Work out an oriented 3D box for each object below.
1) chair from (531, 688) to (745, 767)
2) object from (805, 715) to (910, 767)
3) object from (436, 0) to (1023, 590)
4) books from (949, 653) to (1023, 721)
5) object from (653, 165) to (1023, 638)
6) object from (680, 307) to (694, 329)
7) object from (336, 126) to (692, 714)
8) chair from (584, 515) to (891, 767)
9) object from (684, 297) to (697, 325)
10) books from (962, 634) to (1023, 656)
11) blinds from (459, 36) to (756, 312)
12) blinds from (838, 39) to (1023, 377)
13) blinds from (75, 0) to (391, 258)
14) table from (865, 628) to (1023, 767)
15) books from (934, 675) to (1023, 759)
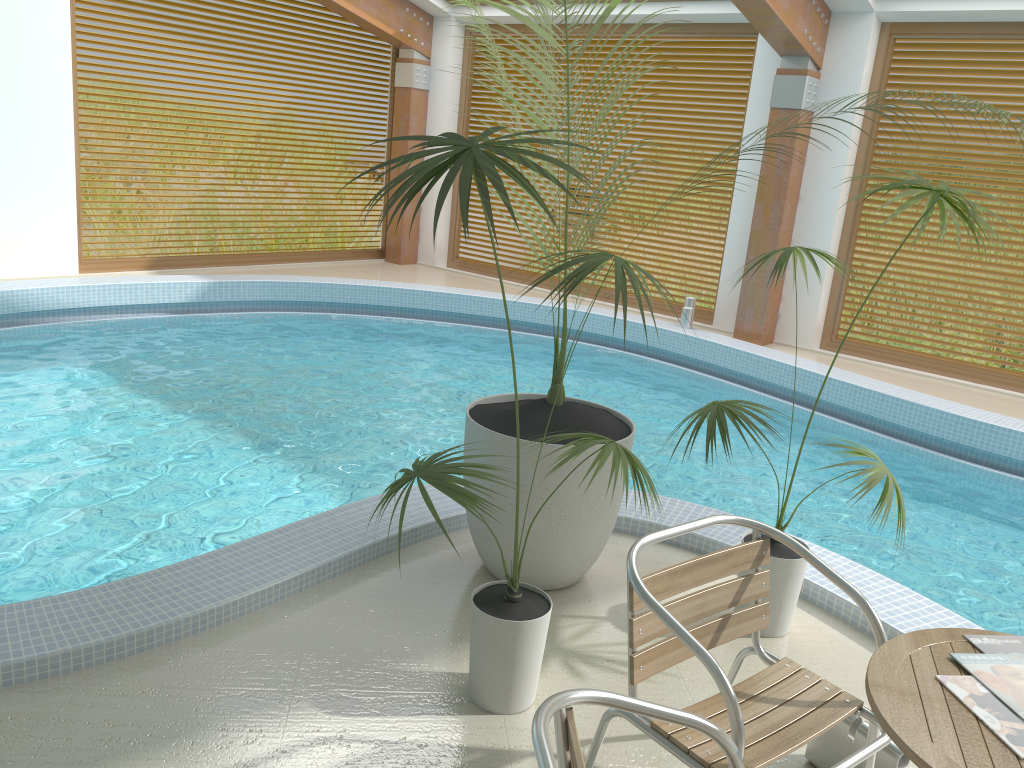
[{"bbox_3d":[0.294,0.964,1.468,0.563,0.727,0.618,3,15,-9],"label":"chair"},{"bbox_3d":[0.963,1.029,2.464,0.081,0.223,0.272,-4,18,-31],"label":"object"},{"bbox_3d":[0.394,-0.637,3.133,2.979,2.960,2.729,-5,18,-34],"label":"object"},{"bbox_3d":[1.001,0.593,1.727,0.166,0.004,0.241,3,15,-11],"label":"books"},{"bbox_3d":[1.100,0.085,3.172,1.059,1.695,0.791,13,17,24],"label":"object"},{"bbox_3d":[1.711,-0.654,8.671,0.115,0.204,0.115,3,15,-11],"label":"object"},{"bbox_3d":[0.019,0.171,2.462,1.059,1.695,0.791,1,16,-16],"label":"object"},{"bbox_3d":[0.580,0.788,2.221,0.618,0.727,0.563,-7,19,-38],"label":"chair"},{"bbox_3d":[1.799,-0.721,9.036,0.115,0.320,0.115,5,15,-3],"label":"object"},{"bbox_3d":[1.074,0.580,1.817,0.166,0.004,0.241,3,15,-11],"label":"books"},{"bbox_3d":[0.968,-2.530,10.340,4.200,2.921,0.095,17,19,36],"label":"blinds"},{"bbox_3d":[4.843,-1.337,7.359,4.200,2.921,0.095,17,19,36],"label":"blinds"},{"bbox_3d":[-3.029,-3.427,10.038,0.099,4.025,4.500,17,19,36],"label":"blinds"},{"bbox_3d":[0.984,0.977,1.711,0.700,0.720,0.700,-4,18,-32],"label":"table"},{"bbox_3d":[0.933,0.612,1.648,0.166,0.004,0.241,3,15,-11],"label":"books"}]
